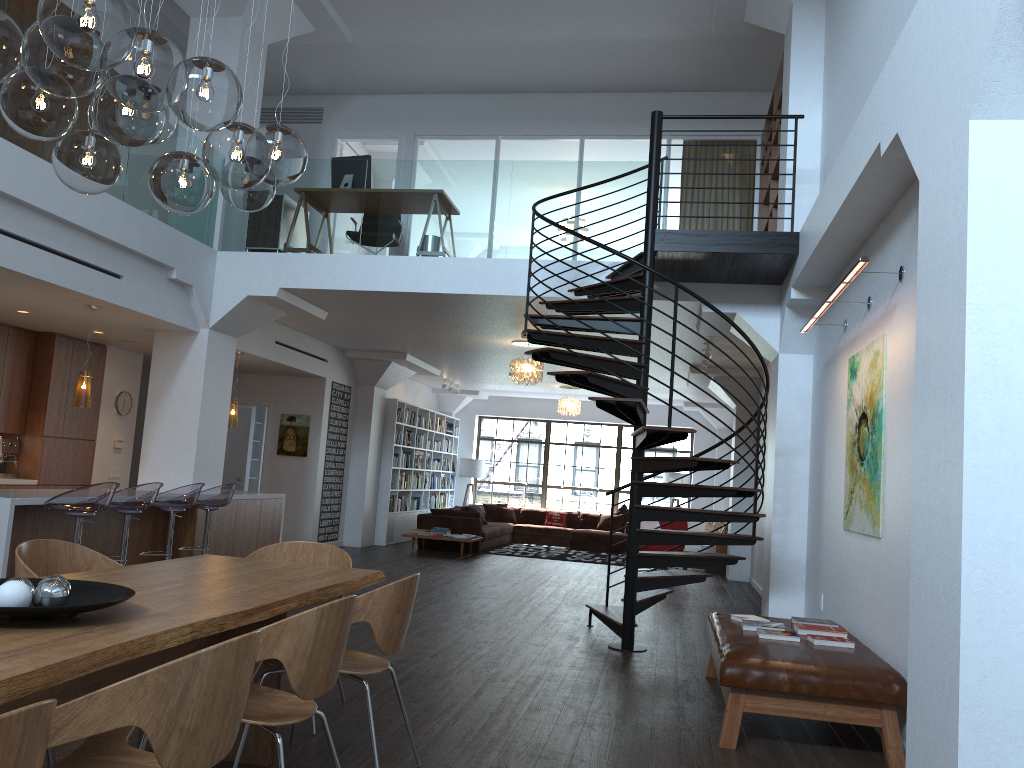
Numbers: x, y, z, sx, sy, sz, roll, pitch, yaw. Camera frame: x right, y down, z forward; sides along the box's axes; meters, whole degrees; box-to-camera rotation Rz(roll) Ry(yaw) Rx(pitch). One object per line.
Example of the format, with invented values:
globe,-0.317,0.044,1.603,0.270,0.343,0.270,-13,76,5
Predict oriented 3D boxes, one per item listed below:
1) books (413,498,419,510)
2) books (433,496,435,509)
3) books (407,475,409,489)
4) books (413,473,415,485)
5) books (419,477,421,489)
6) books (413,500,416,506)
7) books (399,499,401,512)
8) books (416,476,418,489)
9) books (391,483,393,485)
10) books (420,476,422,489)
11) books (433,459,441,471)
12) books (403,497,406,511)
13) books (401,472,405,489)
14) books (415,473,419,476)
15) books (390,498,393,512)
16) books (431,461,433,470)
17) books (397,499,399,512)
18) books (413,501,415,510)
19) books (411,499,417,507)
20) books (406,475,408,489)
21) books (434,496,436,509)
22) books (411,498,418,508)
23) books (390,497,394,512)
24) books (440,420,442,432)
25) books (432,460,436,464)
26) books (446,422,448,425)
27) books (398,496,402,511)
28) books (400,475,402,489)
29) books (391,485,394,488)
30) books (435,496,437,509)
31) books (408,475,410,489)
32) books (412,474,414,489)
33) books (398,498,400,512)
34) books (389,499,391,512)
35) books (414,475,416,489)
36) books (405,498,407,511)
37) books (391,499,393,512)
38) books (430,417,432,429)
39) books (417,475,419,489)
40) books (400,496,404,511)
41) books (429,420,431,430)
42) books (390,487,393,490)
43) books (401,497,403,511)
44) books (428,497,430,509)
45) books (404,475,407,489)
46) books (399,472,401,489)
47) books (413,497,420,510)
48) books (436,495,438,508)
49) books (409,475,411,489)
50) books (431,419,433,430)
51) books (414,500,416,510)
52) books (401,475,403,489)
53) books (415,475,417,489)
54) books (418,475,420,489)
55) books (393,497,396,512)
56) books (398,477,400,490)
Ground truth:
books,-1.797,2.223,16.410,0.146,0.202,0.027,3,-6,10
books,-1.618,2.314,17.401,0.183,0.253,0.034,3,-6,10
books,-1.916,1.726,15.631,0.183,0.253,0.034,3,-6,10
books,-1.845,1.754,16.025,0.176,0.290,0.053,3,-6,10
books,-1.779,1.832,16.402,0.161,0.223,0.027,3,-6,10
books,-1.828,2.215,16.215,0.126,0.173,0.032,3,-6,10
books,-1.999,2.086,15.260,0.161,0.223,0.030,3,-6,10
books,-1.817,1.801,16.218,0.174,0.240,0.045,3,-6,10
books,-2.096,1.670,14.810,0.174,0.032,0.254,4,-6,5
books,-1.775,1.831,16.472,0.174,0.240,0.045,3,-6,10
books,-1.508,1.616,17.774,0.140,0.231,0.042,3,-6,10
books,-1.956,2.094,15.533,0.183,0.253,0.042,3,-6,10
books,-1.964,1.679,15.398,0.176,0.290,0.053,3,-6,10
books,-1.801,1.785,16.292,0.176,0.290,0.036,3,-6,10
books,-2.088,2.010,14.755,0.174,0.240,0.054,3,-6,10
books,-1.607,1.574,17.188,0.128,0.178,0.021,3,-6,10
books,-2.021,2.064,15.144,0.161,0.223,0.032,3,-6,10
books,-1.832,2.212,16.139,0.106,0.162,0.032,3,-6,10
books,-1.820,2.212,16.271,0.139,0.191,0.036,3,-6,10
books,-1.926,1.722,15.599,0.183,0.253,0.034,3,-6,10
books,-1.606,2.334,17.521,0.174,0.240,0.045,3,-6,10
books,-1.807,2.214,16.329,0.146,0.202,0.027,3,-6,10
books,-2.078,2.016,14.868,0.183,0.253,0.042,3,-6,10
books,-1.497,0.842,17.695,0.183,0.253,0.034,3,-6,10
books,-1.574,1.585,17.411,0.140,0.206,0.042,3,-6,10
books,-1.420,0.899,18.203,0.183,0.253,0.042,3,-6,10
books,-2.002,2.065,15.300,0.183,0.253,0.042,3,-6,10
books,-1.989,1.689,15.269,0.159,0.241,0.038,3,-6,10
books,-2.095,1.703,14.811,0.197,0.033,0.284,6,-6,-15
books,-1.588,2.333,17.558,0.183,0.253,0.034,3,-6,10
books,-1.901,1.739,15.736,0.160,0.250,0.026,3,-6,10
books,-1.873,1.743,15.918,0.198,0.284,0.066,3,-6,10
books,-2.023,2.064,15.189,0.176,0.231,0.053,3,-6,10
books,-2.097,2.013,14.712,0.161,0.223,0.032,3,-6,10
books,-1.838,1.777,16.065,0.183,0.253,0.034,3,-6,10
books,-1.942,2.114,15.620,0.174,0.236,0.142,3,-6,10
books,-2.071,2.027,14.828,0.161,0.223,0.032,3,-6,10
books,-1.619,0.764,17.021,0.160,0.251,0.031,3,-6,10
books,-1.799,1.800,16.255,0.183,0.253,0.034,3,-6,10
books,-1.977,2.081,15.450,0.180,0.259,0.042,3,-6,10
books,-1.640,0.756,16.887,0.174,0.236,0.136,3,-6,10
books,-2.098,1.737,14.808,0.197,0.035,0.284,4,-6,0
books,-1.986,2.078,15.371,0.171,0.246,0.039,3,-6,10
books,-1.683,2.285,17.102,0.174,0.240,0.045,3,-6,10
books,-1.938,1.716,15.518,0.171,0.246,0.057,3,-6,10
books,-1.981,1.651,15.180,0.140,0.298,0.044,3,-6,10
books,-1.785,2.218,16.496,0.140,0.231,0.042,3,-6,10
books,-1.581,2.339,17.641,0.180,0.259,0.060,3,-6,10
books,-1.893,1.741,15.765,0.183,0.253,0.034,3,-6,10
books,-1.605,0.781,17.048,0.161,0.223,0.032,3,-6,10
books,-1.823,2.216,16.241,0.128,0.178,0.021,3,-6,10
books,-1.978,1.692,15.314,0.171,0.246,0.057,3,-6,10
books,-1.829,1.781,16.097,0.183,0.253,0.034,3,-6,10
books,-1.792,1.806,16.338,0.180,0.259,0.060,3,-6,10
books,-2.063,2.026,14.949,0.180,0.251,0.048,3,-6,10
books,-2.009,1.669,15.131,0.189,0.247,0.057,3,-6,10
